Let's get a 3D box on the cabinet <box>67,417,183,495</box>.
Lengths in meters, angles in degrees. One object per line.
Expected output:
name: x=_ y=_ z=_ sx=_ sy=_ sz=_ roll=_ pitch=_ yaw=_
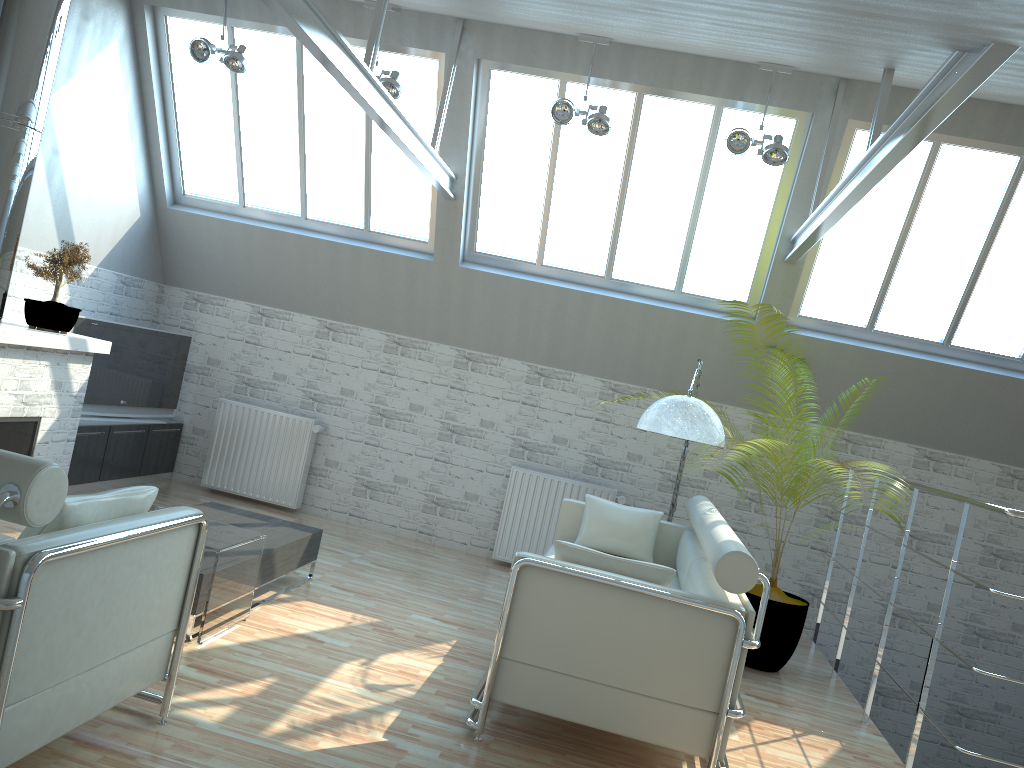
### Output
cabinet: x=-6.493 y=1.029 z=13.924 sx=0.908 sy=1.016 sz=3.234 roll=12 pitch=0 yaw=9

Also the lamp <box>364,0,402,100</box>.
lamp: x=-1.774 y=-4.428 z=11.639 sx=0.808 sy=1.172 sz=0.619 roll=12 pitch=0 yaw=13

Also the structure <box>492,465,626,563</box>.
structure: x=0.770 y=2.268 z=14.274 sx=1.892 sy=1.524 sz=0.508 roll=12 pitch=0 yaw=9

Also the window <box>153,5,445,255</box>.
window: x=-3.260 y=-3.942 z=13.851 sx=4.651 sy=2.787 sz=1.897 roll=12 pitch=0 yaw=9

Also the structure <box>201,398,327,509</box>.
structure: x=-4.193 y=1.185 z=15.034 sx=1.892 sy=1.524 sz=0.508 roll=12 pitch=0 yaw=9

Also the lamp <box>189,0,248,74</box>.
lamp: x=-3.910 y=-4.894 z=11.965 sx=0.808 sy=1.172 sz=0.619 roll=12 pitch=0 yaw=13

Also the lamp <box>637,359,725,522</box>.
lamp: x=2.204 y=1.544 z=11.994 sx=1.015 sy=3.709 sz=4.621 roll=12 pitch=0 yaw=15

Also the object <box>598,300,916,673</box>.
object: x=2.953 y=1.371 z=11.230 sx=3.777 sy=4.386 sz=5.015 roll=12 pitch=0 yaw=-16

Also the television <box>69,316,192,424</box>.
television: x=-6.149 y=-0.192 z=14.000 sx=0.592 sy=1.514 sz=2.577 roll=12 pitch=0 yaw=19

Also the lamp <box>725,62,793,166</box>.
lamp: x=3.111 y=-3.361 z=10.891 sx=0.808 sy=1.172 sz=0.619 roll=12 pitch=0 yaw=13

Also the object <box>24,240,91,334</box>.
object: x=-6.002 y=-1.325 z=11.576 sx=0.572 sy=1.265 sz=1.115 roll=12 pitch=0 yaw=12

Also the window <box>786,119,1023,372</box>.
window: x=6.557 y=-1.799 z=12.349 sx=4.651 sy=2.787 sz=1.897 roll=12 pitch=0 yaw=9

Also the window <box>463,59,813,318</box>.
window: x=1.648 y=-2.871 z=13.100 sx=4.651 sy=2.787 sz=1.897 roll=12 pitch=0 yaw=9

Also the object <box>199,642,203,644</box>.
object: x=-4.874 y=0.607 z=8.554 sx=4.859 sy=2.558 sz=1.528 roll=12 pitch=0 yaw=8

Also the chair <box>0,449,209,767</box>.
chair: x=-3.621 y=1.173 z=5.618 sx=2.507 sy=2.001 sz=2.201 roll=12 pitch=0 yaw=9

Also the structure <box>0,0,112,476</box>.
structure: x=-6.140 y=-2.036 z=10.765 sx=1.309 sy=7.180 sz=3.302 roll=12 pitch=0 yaw=9

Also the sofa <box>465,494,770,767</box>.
sofa: x=1.197 y=2.215 z=9.526 sx=2.199 sy=1.999 sz=4.866 roll=12 pitch=0 yaw=9

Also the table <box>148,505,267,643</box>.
table: x=-3.488 y=1.753 z=8.635 sx=1.726 sy=0.867 sz=1.015 roll=12 pitch=0 yaw=9

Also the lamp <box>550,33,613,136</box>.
lamp: x=0.957 y=-3.832 z=11.221 sx=0.808 sy=1.172 sz=0.618 roll=12 pitch=0 yaw=12

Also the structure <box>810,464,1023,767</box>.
structure: x=6.956 y=3.067 z=10.271 sx=5.366 sy=2.781 sz=6.483 roll=12 pitch=0 yaw=9
